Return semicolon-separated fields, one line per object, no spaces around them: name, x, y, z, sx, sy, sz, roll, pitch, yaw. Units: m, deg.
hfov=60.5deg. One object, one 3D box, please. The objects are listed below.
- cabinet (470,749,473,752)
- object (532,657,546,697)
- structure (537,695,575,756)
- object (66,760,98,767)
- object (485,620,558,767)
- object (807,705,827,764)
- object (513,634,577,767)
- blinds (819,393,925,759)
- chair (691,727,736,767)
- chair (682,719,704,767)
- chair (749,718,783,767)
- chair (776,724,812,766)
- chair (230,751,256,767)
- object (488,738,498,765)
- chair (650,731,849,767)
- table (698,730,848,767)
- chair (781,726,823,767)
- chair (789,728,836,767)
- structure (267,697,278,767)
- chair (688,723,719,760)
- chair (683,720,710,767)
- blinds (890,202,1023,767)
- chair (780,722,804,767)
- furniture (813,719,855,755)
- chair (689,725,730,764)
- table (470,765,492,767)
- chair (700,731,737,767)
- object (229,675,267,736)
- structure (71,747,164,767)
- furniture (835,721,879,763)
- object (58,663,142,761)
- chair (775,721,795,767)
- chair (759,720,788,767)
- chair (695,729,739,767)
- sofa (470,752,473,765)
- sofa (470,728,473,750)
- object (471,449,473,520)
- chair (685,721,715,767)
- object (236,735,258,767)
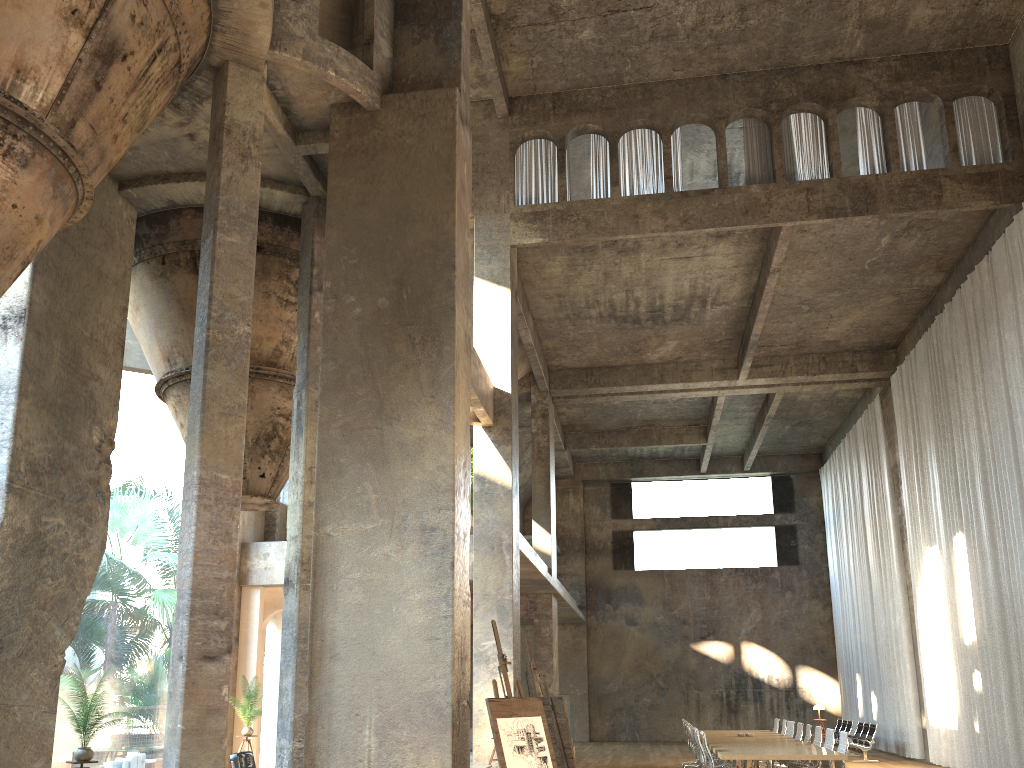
cabinet;-0.657;8.337;19.639;0.396;0.357;1.613;-3;-19;8
object;0.555;5.157;13.129;0.685;2.080;0.722;-2;-13;7
structure;0.671;5.719;13.937;0.595;1.499;0.766;-2;-14;8
object;-4.135;4.056;8.289;0.580;0.942;0.669;-14;-20;43
object;0.069;2.758;6.311;0.691;2.080;0.716;-9;-16;33
object;6.654;7.663;19.186;0.579;1.257;0.670;-12;-18;40
object;0.249;3.406;8.153;0.711;2.080;0.696;-12;-17;39
blinds;9.568;5.577;24.210;0.275;8.373;8.084;-2;-16;7
chair;3.188;5.969;13.939;0.699;0.993;0.686;-2;-15;8
chair;3.883;7.523;18.365;0.700;0.993;0.685;-4;-15;14
chair;5.226;7.439;18.154;0.700;0.993;0.686;-4;-15;14
chair;4.732;6.237;14.732;0.701;0.993;0.685;-5;-15;16
chair;-2.990;4.948;10.726;0.821;0.865;0.754;-1;-16;3
object;-0.257;5.311;12.373;0.571;1.257;0.679;-2;-14;8
chair;1.521;5.490;12.529;12.961;1.000;32.543;-3;-20;8
table;4.128;6.508;15.112;1.602;0.735;7.969;-3;-20;8
chair;4.599;5.932;13.862;0.700;0.993;0.686;-4;-15;14
chair;4.463;5.620;12.974;0.700;0.993;0.686;-4;-15;12
structure;-3.347;5.636;13.622;0.595;1.499;0.766;-2;-14;8
chair;3.469;6.584;15.691;0.701;0.993;0.685;-5;-15;16
chair;3.738;7.201;17.448;0.700;0.993;0.686;-4;-15;12
blinds;8.263;2.633;15.827;0.275;8.373;8.081;-2;-16;9
chair;4.867;6.536;15.582;0.700;0.993;0.686;-4;-15;14
furniture;8.404;9.213;22.991;0.709;0.815;1.933;-3;-19;8
chair;3.334;6.285;14.840;0.700;0.993;0.686;-4;-15;14
table;-1.517;4.949;10.486;2.412;0.678;1.141;-3;-18;8
chair;2.973;5.382;12.269;0.700;0.993;0.686;-4;-15;14
object;-4.053;4.883;13.391;0.688;0.910;0.888;0;-16;-1
structure;-4.123;4.386;9.290;0.735;0.983;0.767;-3;-15;8
furniture;8.045;8.402;20.682;0.709;0.815;1.933;-3;-19;8
object;-4.000;3.121;8.390;0.860;0.911;0.709;-4;-15;11
chair;4.996;6.853;16.486;0.699;0.993;0.686;-2;-15;8
chair;5.125;7.144;17.314;0.701;0.993;0.685;-5;-15;16
chair;3.068;5.677;13.110;0.701;0.993;0.685;-5;-15;16
sofa;-1.792;7.431;17.560;2.066;0.699;3.025;-3;-19;8
sofa;-1.160;8.859;21.623;2.069;0.699;1.106;-3;-18;8
object;-0.918;1.877;15.104;1.405;1.753;1.398;-4;-16;14
chair;3.602;6.889;16.561;0.700;0.993;0.686;-4;-15;14
object;-3.985;5.781;13.187;0.663;0.942;0.585;7;-16;-26
